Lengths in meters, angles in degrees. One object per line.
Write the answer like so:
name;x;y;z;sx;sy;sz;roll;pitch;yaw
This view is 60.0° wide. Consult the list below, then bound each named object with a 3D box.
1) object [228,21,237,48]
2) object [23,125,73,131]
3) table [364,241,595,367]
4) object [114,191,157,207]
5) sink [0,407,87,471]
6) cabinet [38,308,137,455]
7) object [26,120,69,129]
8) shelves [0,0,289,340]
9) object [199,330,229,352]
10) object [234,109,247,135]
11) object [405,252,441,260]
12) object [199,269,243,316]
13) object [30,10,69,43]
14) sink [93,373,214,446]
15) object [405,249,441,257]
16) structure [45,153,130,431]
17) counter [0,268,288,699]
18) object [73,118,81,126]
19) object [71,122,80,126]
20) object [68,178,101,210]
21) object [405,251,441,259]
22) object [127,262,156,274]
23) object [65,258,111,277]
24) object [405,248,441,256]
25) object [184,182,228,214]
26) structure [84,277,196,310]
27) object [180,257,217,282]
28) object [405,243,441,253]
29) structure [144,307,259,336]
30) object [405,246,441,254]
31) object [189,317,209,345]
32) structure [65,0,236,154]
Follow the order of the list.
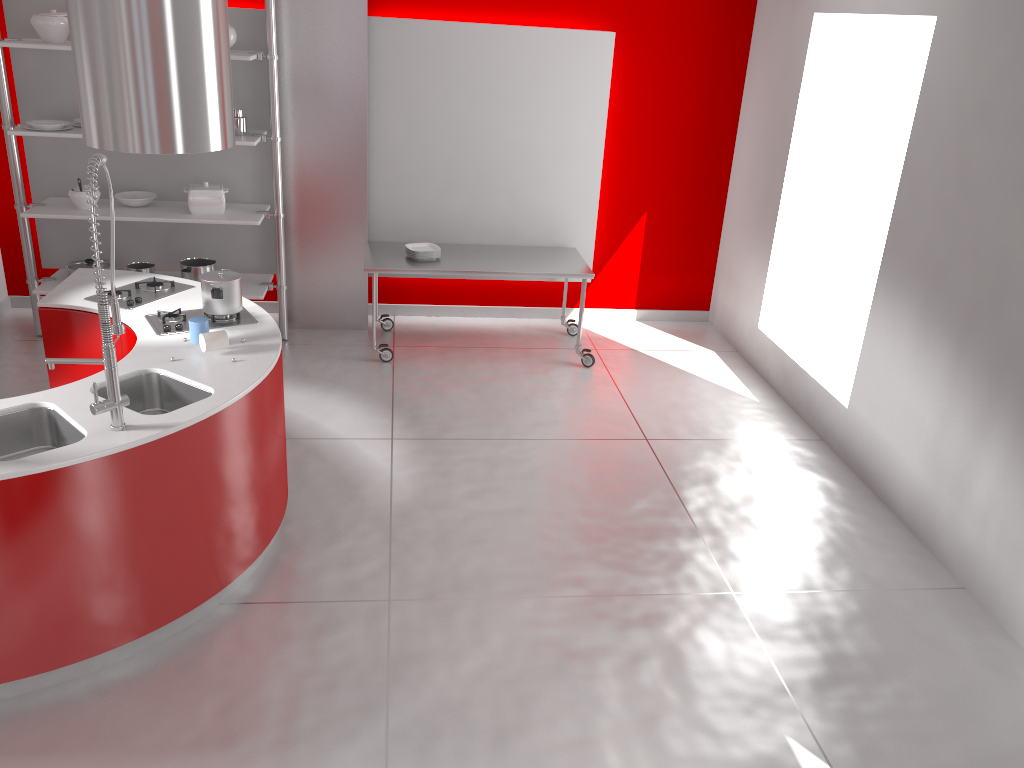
object;-1.889;-2.220;5.604;0.287;0.222;0.287;20;28;33
object;-2.923;-1.614;5.589;0.280;0.015;0.280;16;26;26
table;-0.237;-0.582;6.391;1.627;0.682;0.749;1;23;-6
object;-2.546;-1.244;6.008;0.272;0.072;0.272;-17;30;-40
sink;-1.684;0.253;3.080;0.428;0.172;0.326;24;30;39
cabinet;-2.366;0.336;3.555;1.025;0.761;1.875;20;28;34
object;-2.922;-1.626;5.584;0.244;0.042;0.244;-6;25;-22
shelves;-2.396;-1.523;5.816;1.735;2.599;0.535;1;23;-7
object;-1.267;-0.186;3.754;0.100;0.080;0.109;-13;28;-35
object;-1.815;-1.727;5.844;0.127;0.157;0.127;5;23;2
object;-0.620;-0.892;6.163;0.228;0.020;0.228;-7;25;-24
object;-1.358;-0.433;4.147;0.189;0.185;0.218;-18;31;-41
object;-2.818;-2.193;5.436;0.231;0.191;0.231;18;27;30
sink;-1.383;0.121;3.438;0.428;0.172;0.326;17;26;28
object;-0.619;-0.911;6.155;0.228;0.020;0.228;-7;25;-24
structure;-1.391;-0.289;2.952;0.178;0.920;0.308;19;27;32
counter;-2.095;0.384;3.564;1.868;0.880;2.865;14;25;24
object;-2.739;-1.711;5.814;0.244;0.042;0.244;-3;24;-15
object;-2.739;-1.699;5.819;0.280;0.015;0.280;16;26;26
object;-2.802;-1.254;5.810;0.192;0.214;0.192;-5;24;-20
object;-0.619;-0.902;6.159;0.228;0.020;0.228;-7;25;-24
object;-2.547;-0.757;6.102;0.196;0.122;0.182;22;29;36
object;-2.914;-0.776;6.081;0.308;0.130;0.407;4;23;-1
object;-0.618;-0.921;6.151;0.228;0.020;0.228;-7;25;-24
object;-2.053;-1.260;5.964;0.282;0.197;0.235;-3;24;-17
structure;-1.860;-0.473;4.448;0.303;0.037;0.457;13;24;20
object;-2.164;-0.765;6.132;0.240;0.161;0.259;-7;25;-23
object;-0.617;-0.939;6.143;0.228;0.020;0.228;-7;25;-24
structure;-1.450;-0.317;4.143;0.457;0.037;0.303;-10;27;-30
object;-0.618;-0.930;6.147;0.228;0.020;0.228;-7;25;-24
object;-1.356;-0.235;3.834;0.080;0.100;0.109;-12;27;-32
structure;-1.565;-1.532;3.846;0.644;0.958;0.644;-15;30;-38
